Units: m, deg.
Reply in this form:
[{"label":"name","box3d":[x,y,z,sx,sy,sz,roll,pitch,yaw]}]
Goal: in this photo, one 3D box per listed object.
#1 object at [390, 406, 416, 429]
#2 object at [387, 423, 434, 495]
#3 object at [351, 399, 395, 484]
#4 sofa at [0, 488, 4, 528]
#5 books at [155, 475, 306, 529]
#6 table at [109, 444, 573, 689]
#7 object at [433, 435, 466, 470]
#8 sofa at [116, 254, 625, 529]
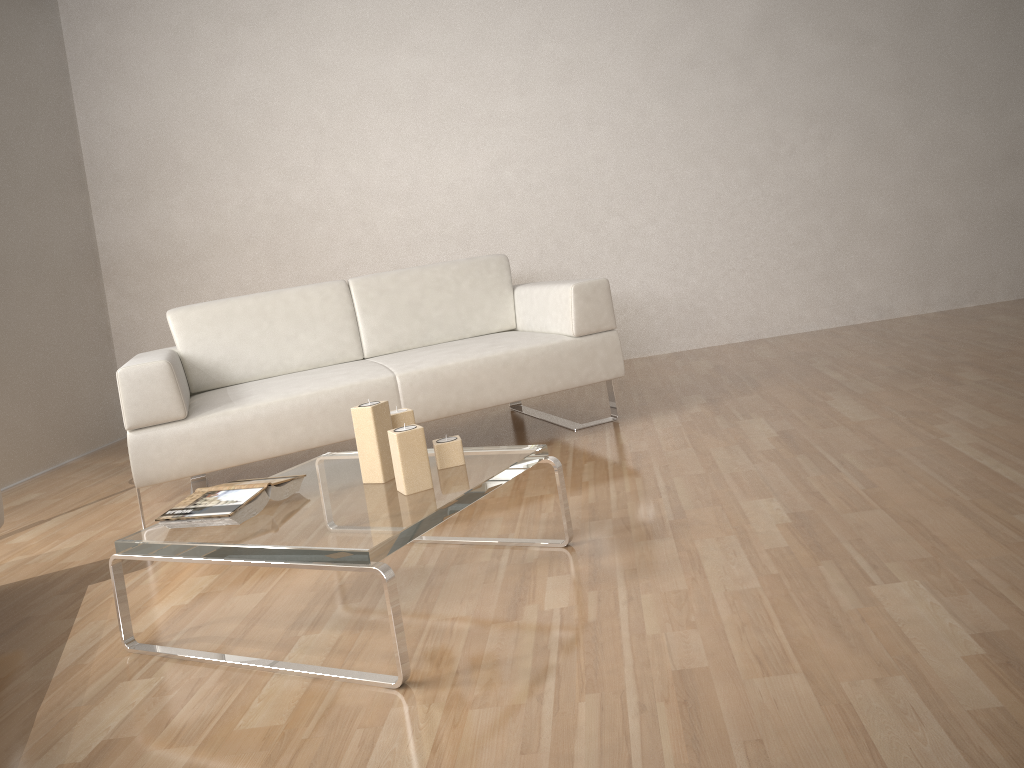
[{"label":"object","box3d":[-0.279,0.130,2.209,0.068,0.151,0.066,-10,1,-24]},{"label":"object","box3d":[-0.228,0.161,1.952,0.068,0.150,0.066,-10,1,-24]},{"label":"object","box3d":[-0.328,0.132,2.099,0.066,0.196,0.068,-9,1,31]},{"label":"sofa","box3d":[-1.649,0.403,1.619,0.914,0.735,1.784,-11,7,-19]},{"label":"books","box3d":[-0.646,0.264,2.038,0.202,0.055,0.297,-6,9,21]},{"label":"table","box3d":[-0.376,0.372,2.057,0.787,0.248,0.714,-5,9,31]},{"label":"object","box3d":[-0.155,0.160,2.134,0.067,0.074,0.067,-10,4,-9]},{"label":"sofa","box3d":[-0.558,-0.066,3.501,1.798,0.737,0.905,-12,6,-19]}]
